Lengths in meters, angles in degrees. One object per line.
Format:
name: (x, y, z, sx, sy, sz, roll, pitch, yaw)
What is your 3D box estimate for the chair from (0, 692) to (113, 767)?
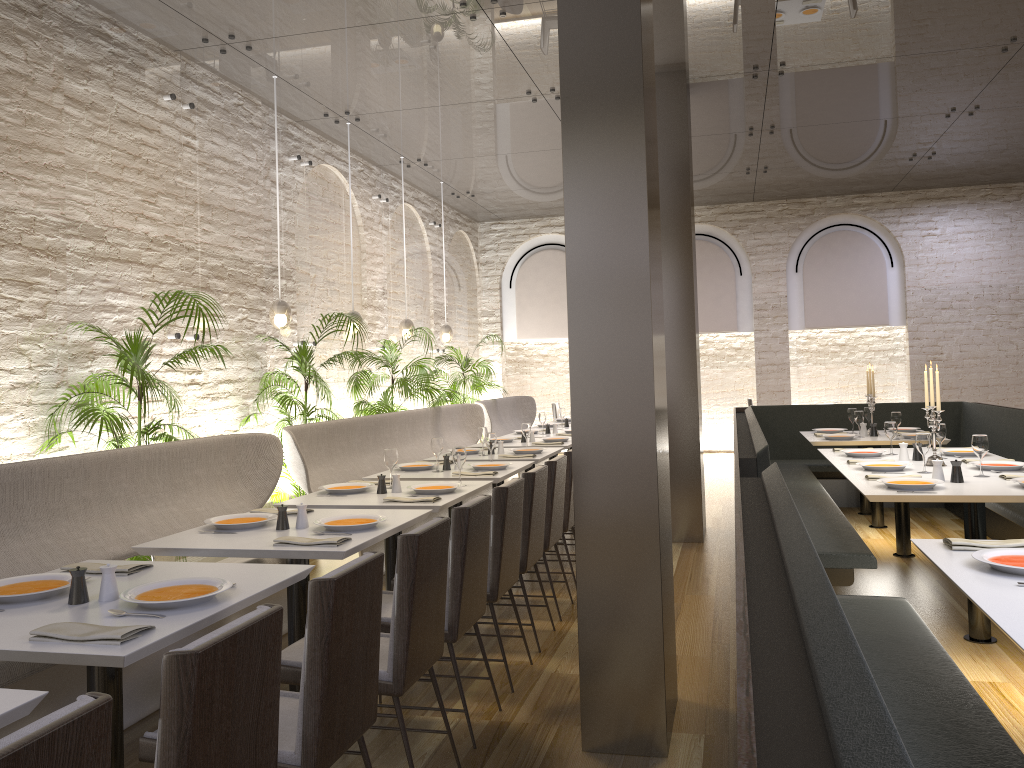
chair: (-0.943, 0.972, 1.340, 0.565, 0.907, 0.411, -2, -1, 14)

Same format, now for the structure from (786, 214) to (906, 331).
structure: (4.870, -1.657, 13.008, 1.633, 1.677, 0.097, -2, -2, 14)

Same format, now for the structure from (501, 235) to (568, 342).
structure: (0.622, -1.536, 14.064, 1.633, 1.677, 0.097, -2, -2, 14)

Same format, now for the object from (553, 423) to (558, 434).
object: (0.462, 0.474, 9.495, 0.059, 0.109, 0.059, -1, -2, -40)

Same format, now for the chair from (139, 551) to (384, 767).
chair: (-0.662, 0.950, 2.464, 0.565, 0.907, 0.411, -2, -1, 14)

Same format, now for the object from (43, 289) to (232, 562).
object: (-2.213, 0.443, 5.239, 1.144, 1.977, 1.188, -3, -2, 45)

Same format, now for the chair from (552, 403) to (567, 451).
chair: (0.970, 0.762, 14.647, 0.565, 0.907, 0.411, -2, -1, 14)

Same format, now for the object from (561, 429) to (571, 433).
object: (0.684, 0.506, 9.460, 0.322, 0.036, 0.321, -2, 1, -39)

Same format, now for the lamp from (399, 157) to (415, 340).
lamp: (-1.191, -1.503, 9.827, 0.178, 2.043, 0.177, -2, -2, -7)

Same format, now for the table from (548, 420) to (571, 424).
table: (0.983, 0.868, 11.690, 0.936, 0.761, 1.010, -2, 0, 14)

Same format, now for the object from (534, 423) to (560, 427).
object: (0.431, 0.501, 10.661, 0.322, 0.036, 0.321, -2, 1, -39)

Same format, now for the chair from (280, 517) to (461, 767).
chair: (-0.513, 0.939, 3.063, 0.565, 0.907, 0.411, -2, -1, 14)

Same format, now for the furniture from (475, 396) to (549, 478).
furniture: (0.140, 0.728, 11.453, 0.707, 1.098, 2.583, -2, 0, 14)

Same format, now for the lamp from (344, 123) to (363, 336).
lamp: (-1.534, -1.477, 8.453, 0.178, 2.043, 0.177, -2, -2, -1)

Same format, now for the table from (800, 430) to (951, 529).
table: (3.207, 0.841, 7.929, 1.100, 0.761, 1.188, -2, 0, 14)

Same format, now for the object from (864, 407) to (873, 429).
object: (3.367, 0.336, 8.360, 0.086, 0.231, 0.086, -1, -2, -16)

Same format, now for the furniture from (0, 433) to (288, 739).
furniture: (-1.873, 0.882, 3.385, 0.708, 1.098, 4.474, -2, 0, 14)

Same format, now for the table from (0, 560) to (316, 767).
table: (-1.253, 1.038, 2.725, 0.936, 0.761, 1.010, -2, 0, 14)

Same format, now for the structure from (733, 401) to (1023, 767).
structure: (2.223, 0.796, 3.921, 2.371, 1.002, 10.744, -2, 1, 14)

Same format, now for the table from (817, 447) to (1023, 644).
table: (2.589, 0.888, 5.449, 1.100, 0.761, 2.538, -2, 0, 14)

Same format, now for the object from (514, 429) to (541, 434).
object: (0.164, 0.521, 9.591, 0.322, 0.036, 0.321, -2, 1, -39)

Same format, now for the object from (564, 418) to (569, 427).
object: (0.650, 0.456, 10.538, 0.059, 0.109, 0.059, -1, -2, -40)

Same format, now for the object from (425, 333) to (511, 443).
object: (-0.606, 0.321, 11.624, 1.145, 1.977, 1.187, -2, -1, -5)

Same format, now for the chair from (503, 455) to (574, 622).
chair: (0.042, 0.897, 5.286, 0.565, 0.907, 0.411, -2, -1, 14)

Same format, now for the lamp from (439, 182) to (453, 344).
lamp: (-0.855, -1.529, 11.173, 0.178, 2.043, 0.177, -2, -2, -7)

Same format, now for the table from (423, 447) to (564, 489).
table: (-0.114, 0.951, 7.293, 0.936, 0.761, 1.010, -2, 0, 14)

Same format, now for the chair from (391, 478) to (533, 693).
chair: (-0.232, 0.917, 4.188, 0.565, 0.907, 0.411, -2, -1, 14)

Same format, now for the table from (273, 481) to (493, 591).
table: (-0.677, 0.994, 5.037, 0.936, 0.761, 1.010, -2, 0, 14)

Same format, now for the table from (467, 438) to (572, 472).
table: (0.169, 0.930, 8.429, 0.936, 0.761, 1.010, -2, 0, 14)

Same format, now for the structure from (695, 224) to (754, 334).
structure: (2.814, -1.599, 13.519, 1.633, 1.677, 0.097, -2, -2, 14)

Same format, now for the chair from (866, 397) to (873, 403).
chair: (5.264, 0.640, 13.580, 0.565, 0.907, 0.411, -2, -1, 14)

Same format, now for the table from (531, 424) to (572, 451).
table: (0.707, 0.889, 10.584, 0.936, 0.761, 1.010, -2, 0, 14)

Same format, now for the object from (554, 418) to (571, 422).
object: (0.706, 0.480, 11.768, 0.322, 0.036, 0.321, -2, 1, -39)

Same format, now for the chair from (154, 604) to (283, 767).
chair: (-0.806, 0.961, 1.888, 0.565, 0.907, 0.411, -2, -1, 14)

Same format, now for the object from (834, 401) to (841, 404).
object: (3.632, 0.311, 9.876, 0.086, 0.231, 0.086, -3, -2, 44)

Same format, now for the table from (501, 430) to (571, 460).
table: (0.440, 0.909, 9.514, 0.936, 0.761, 1.010, -2, 0, 14)

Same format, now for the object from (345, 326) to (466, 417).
object: (-1.217, 0.367, 9.238, 1.145, 1.977, 1.187, -1, -1, -35)

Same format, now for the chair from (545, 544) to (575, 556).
chair: (0.321, 0.875, 6.407, 0.565, 0.907, 0.411, -2, -1, 14)

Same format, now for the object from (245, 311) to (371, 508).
object: (-1.702, 0.404, 7.288, 1.144, 1.977, 1.188, -3, -2, 45)

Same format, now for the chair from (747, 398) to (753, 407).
chair: (3.991, 0.677, 13.896, 0.565, 0.907, 0.411, -2, -1, 14)

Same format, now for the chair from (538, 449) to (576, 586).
chair: (0.185, 0.886, 5.863, 0.565, 0.907, 0.411, -2, -1, 14)

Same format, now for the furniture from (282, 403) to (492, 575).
furniture: (-0.750, 0.796, 7.886, 0.708, 1.098, 4.474, -2, 0, 14)

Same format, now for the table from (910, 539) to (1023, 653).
table: (1.697, 0.956, 1.874, 1.100, 0.761, 2.538, -2, 0, 14)

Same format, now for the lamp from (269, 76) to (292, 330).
lamp: (-1.873, -1.451, 7.093, 0.177, 2.043, 0.177, -3, -2, 35)

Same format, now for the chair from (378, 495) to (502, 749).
chair: (-0.376, 0.928, 3.612, 0.565, 0.907, 0.411, -2, -1, 14)

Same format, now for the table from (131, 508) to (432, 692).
table: (-0.951, 1.015, 3.938, 0.936, 0.761, 1.010, -2, 0, 14)

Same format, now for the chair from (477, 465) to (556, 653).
chair: (-0.095, 0.907, 4.738, 0.565, 0.907, 0.411, -2, -1, 14)

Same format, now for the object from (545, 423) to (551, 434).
object: (0.383, 0.476, 9.467, 0.059, 0.109, 0.059, -1, -2, -40)

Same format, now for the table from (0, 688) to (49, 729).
table: (-1.556, 1.061, 1.511, 0.936, 0.761, 1.010, -2, 0, 14)

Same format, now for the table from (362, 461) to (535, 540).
table: (-0.395, 0.973, 6.166, 0.936, 0.761, 1.010, -2, 0, 14)

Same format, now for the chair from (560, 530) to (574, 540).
chair: (0.457, 0.865, 6.954, 0.565, 0.907, 0.411, -2, -1, 14)
